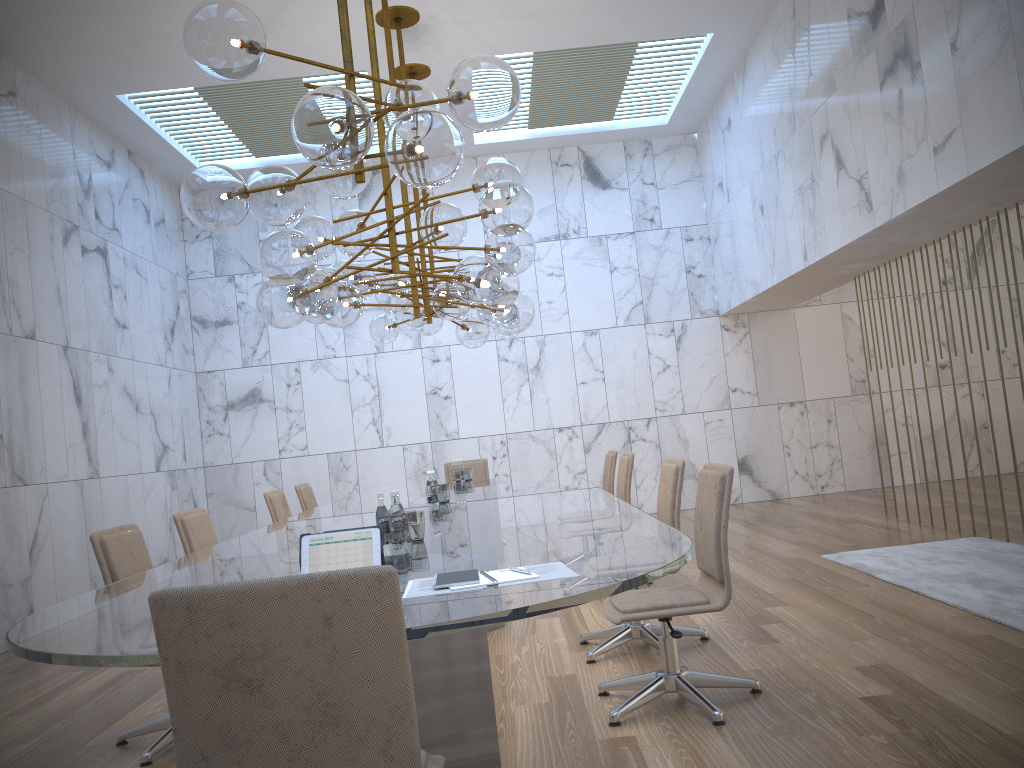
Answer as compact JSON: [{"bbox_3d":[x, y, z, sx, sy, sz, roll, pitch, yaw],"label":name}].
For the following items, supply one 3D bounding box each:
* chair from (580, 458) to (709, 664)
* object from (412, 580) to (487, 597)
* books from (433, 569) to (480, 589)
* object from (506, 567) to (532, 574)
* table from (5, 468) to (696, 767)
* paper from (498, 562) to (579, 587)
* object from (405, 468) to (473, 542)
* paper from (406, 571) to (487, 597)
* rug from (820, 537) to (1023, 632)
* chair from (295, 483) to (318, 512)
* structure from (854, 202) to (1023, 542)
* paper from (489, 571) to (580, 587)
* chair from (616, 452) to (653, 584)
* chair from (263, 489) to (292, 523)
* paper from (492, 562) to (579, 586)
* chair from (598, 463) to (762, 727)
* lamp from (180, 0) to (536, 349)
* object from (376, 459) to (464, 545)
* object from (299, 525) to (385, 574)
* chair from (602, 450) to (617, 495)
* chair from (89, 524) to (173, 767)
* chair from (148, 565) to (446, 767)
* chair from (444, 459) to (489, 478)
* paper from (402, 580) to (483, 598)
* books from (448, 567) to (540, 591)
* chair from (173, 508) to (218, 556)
[{"bbox_3d":[0.678,0.940,4.870,0.697,1.000,0.726,-6,-3,-1],"label":"chair"},{"bbox_3d":[-0.176,0.549,2.443,0.210,0.001,0.290,-6,-3,-3],"label":"object"},{"bbox_3d":[-0.154,0.537,2.450,0.126,0.012,0.205,-6,-3,-4],"label":"books"},{"bbox_3d":[0.018,0.519,2.476,0.011,0.011,0.158,-5,-4,-26],"label":"object"},{"bbox_3d":[-0.436,1.194,5.792,2.092,0.835,7.924,-6,-3,-1],"label":"table"},{"bbox_3d":[0.056,0.525,2.456,0.210,0.001,0.290,-6,-3,-6],"label":"paper"},{"bbox_3d":[-0.457,0.736,6.128,0.183,0.117,5.112,-6,-3,-1],"label":"object"},{"bbox_3d":[-0.176,0.549,2.443,0.210,0.001,0.290,-6,-3,-2],"label":"paper"},{"bbox_3d":[3.120,1.200,5.571,1.320,0.034,3.025,-6,-3,-1],"label":"rug"},{"bbox_3d":[-1.569,1.368,7.971,0.697,1.000,0.726,-6,-3,-1],"label":"chair"},{"bbox_3d":[3.675,-0.094,5.418,0.023,2.456,7.223,-6,-3,-1],"label":"structure"},{"bbox_3d":[0.056,0.525,2.456,0.210,0.001,0.290,-6,-3,-8],"label":"paper"},{"bbox_3d":[0.664,1.049,6.717,0.697,1.000,0.726,-6,-3,-1],"label":"chair"},{"bbox_3d":[-1.562,1.309,6.973,0.697,1.000,0.726,-6,-3,-1],"label":"chair"},{"bbox_3d":[0.056,0.524,2.456,0.210,0.001,0.290,-6,-3,-8],"label":"paper"},{"bbox_3d":[0.686,0.881,3.872,0.697,1.000,0.726,-6,-3,-1],"label":"chair"},{"bbox_3d":[-0.745,-1.604,5.835,1.557,2.716,5.672,-6,-3,-1],"label":"lamp"},{"bbox_3d":[-0.511,0.694,6.143,0.124,0.213,5.189,-6,-3,-1],"label":"object"},{"bbox_3d":[-0.512,0.516,2.601,0.255,0.159,0.205,-6,-3,-1],"label":"object"},{"bbox_3d":[0.656,1.107,7.708,0.697,1.000,0.726,-6,-3,-1],"label":"chair"},{"bbox_3d":[-1.540,1.142,4.144,0.697,1.000,0.726,-6,-3,-1],"label":"chair"},{"bbox_3d":[-0.424,0.896,2.014,0.726,1.000,0.697,-6,-3,0],"label":"chair"},{"bbox_3d":[-0.476,1.356,9.845,0.726,1.000,0.697,-6,-3,0],"label":"chair"},{"bbox_3d":[-0.187,0.551,2.435,0.210,0.001,0.290,-6,-3,-3],"label":"paper"},{"bbox_3d":[-0.064,0.531,2.436,0.239,0.012,0.205,-5,-3,-13],"label":"books"},{"bbox_3d":[-1.548,1.200,5.130,0.697,1.000,0.726,-6,-3,-1],"label":"chair"}]
